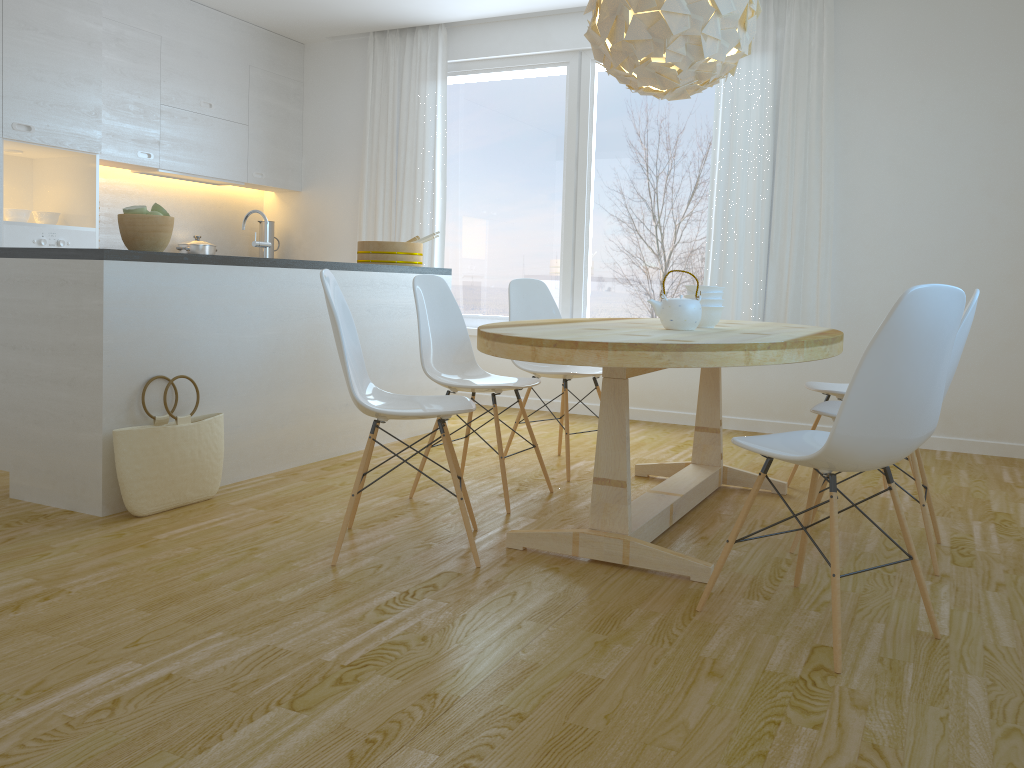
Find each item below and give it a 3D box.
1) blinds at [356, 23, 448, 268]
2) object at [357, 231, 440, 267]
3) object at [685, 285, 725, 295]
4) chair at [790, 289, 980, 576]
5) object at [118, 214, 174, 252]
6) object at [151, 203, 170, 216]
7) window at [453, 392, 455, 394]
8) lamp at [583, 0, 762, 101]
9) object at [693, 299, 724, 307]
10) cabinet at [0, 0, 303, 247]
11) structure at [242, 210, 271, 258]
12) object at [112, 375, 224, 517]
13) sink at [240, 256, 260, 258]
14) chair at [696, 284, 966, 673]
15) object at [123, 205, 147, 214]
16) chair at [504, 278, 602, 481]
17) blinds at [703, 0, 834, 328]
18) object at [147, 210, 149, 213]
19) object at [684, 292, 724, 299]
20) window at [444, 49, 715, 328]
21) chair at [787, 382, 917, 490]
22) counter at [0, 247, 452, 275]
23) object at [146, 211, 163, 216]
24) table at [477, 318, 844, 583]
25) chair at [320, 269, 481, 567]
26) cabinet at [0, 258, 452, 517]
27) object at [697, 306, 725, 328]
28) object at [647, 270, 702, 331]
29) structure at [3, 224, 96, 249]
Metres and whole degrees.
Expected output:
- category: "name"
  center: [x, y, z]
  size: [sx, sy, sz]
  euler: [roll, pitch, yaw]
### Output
- category: "blinds"
  center: [-0.835, -1.578, 6.497]
  size: [0.796, 2.152, 0.150]
  euler: [3, 3, 26]
- category: "object"
  center: [-0.686, -0.789, 5.150]
  size: [0.430, 0.213, 0.380]
  euler: [-2, 7, -35]
- category: "object"
  center: [0.735, -0.333, 3.380]
  size: [0.152, 0.087, 0.152]
  euler: [-2, 7, -35]
- category: "chair"
  center: [1.268, 0.119, 3.009]
  size: [0.524, 0.898, 0.431]
  euler: [4, 4, 26]
- category: "object"
  center: [-1.428, -0.585, 3.455]
  size: [0.205, 0.141, 0.206]
  euler: [1, 5, -12]
- category: "object"
  center: [-1.393, -0.682, 3.510]
  size: [0.074, 0.071, 0.078]
  euler: [-2, 6, -39]
- category: "window"
  center: [0.786, -0.855, 2.653]
  size: [2.553, 2.046, 1.885]
  euler: [4, 5, 26]
- category: "lamp"
  center: [0.604, -1.626, 3.306]
  size: [0.648, 1.131, 0.640]
  euler: [4, 4, 26]
- category: "object"
  center: [0.732, -0.281, 3.381]
  size: [0.152, 0.092, 0.152]
  euler: [-1, 6, -24]
- category: "cabinet"
  center: [-2.426, -1.090, 5.617]
  size: [0.482, 2.292, 3.211]
  euler: [3, 5, 26]
- category: "structure"
  center: [-1.153, -0.665, 3.911]
  size: [0.162, 0.214, 0.097]
  euler: [4, 4, 27]
- category: "object"
  center: [-0.793, 0.232, 3.270]
  size: [1.189, 0.500, 0.473]
  euler: [2, 5, 4]
- category: "sink"
  center: [-1.333, -0.503, 4.037]
  size: [0.404, 0.156, 0.406]
  euler: [-1, 6, -22]
- category: "chair"
  center: [0.830, 0.188, 2.280]
  size: [0.430, 0.898, 0.525]
  euler: [-1, 4, -34]
- category: "object"
  center: [-1.447, -0.656, 3.394]
  size: [0.086, 0.065, 0.084]
  euler: [6, 7, 38]
- category: "chair"
  center: [0.238, -0.053, 4.250]
  size: [0.430, 0.898, 0.525]
  euler: [-2, 5, -44]
- category: "blinds"
  center: [1.549, -1.371, 5.313]
  size: [0.796, 2.152, 0.150]
  euler: [3, 3, 27]
- category: "object"
  center: [-1.463, -0.652, 3.482]
  size: [0.102, 0.098, 0.087]
  euler: [-3, 6, -43]
- category: "object"
  center: [0.731, -0.305, 3.382]
  size: [0.151, 0.095, 0.152]
  euler: [7, 7, 43]
- category: "window"
  center: [0.453, -1.308, 6.080]
  size: [2.731, 1.911, 0.088]
  euler: [4, 4, 26]
- category: "chair"
  center: [1.495, 0.044, 3.737]
  size: [0.523, 0.898, 0.431]
  euler: [2, 4, 1]
- category: "counter"
  center: [-1.160, -0.581, 4.300]
  size: [0.601, 0.040, 2.408]
  euler: [5, 7, 26]
- category: "object"
  center: [-1.391, -0.631, 3.447]
  size: [0.081, 0.085, 0.098]
  euler: [1, 5, -9]
- category: "table"
  center: [0.597, 0.146, 3.359]
  size: [1.195, 0.722, 2.197]
  euler: [4, 7, 25]
- category: "chair"
  center: [-0.355, 0.084, 2.879]
  size: [0.523, 0.898, 0.431]
  euler: [2, 4, -4]
- category: "cabinet"
  center: [-1.175, -0.109, 4.324]
  size: [0.601, 0.906, 2.408]
  euler: [4, 6, 26]
- category: "object"
  center: [0.733, -0.257, 3.379]
  size: [0.152, 0.082, 0.152]
  euler: [-1, 6, -24]
- category: "object"
  center: [0.582, -0.298, 3.129]
  size: [0.177, 0.211, 0.147]
  euler: [4, 5, 26]
- category: "structure"
  center: [-2.551, -0.566, 4.913]
  size: [0.049, 0.594, 0.562]
  euler: [3, 5, 26]
